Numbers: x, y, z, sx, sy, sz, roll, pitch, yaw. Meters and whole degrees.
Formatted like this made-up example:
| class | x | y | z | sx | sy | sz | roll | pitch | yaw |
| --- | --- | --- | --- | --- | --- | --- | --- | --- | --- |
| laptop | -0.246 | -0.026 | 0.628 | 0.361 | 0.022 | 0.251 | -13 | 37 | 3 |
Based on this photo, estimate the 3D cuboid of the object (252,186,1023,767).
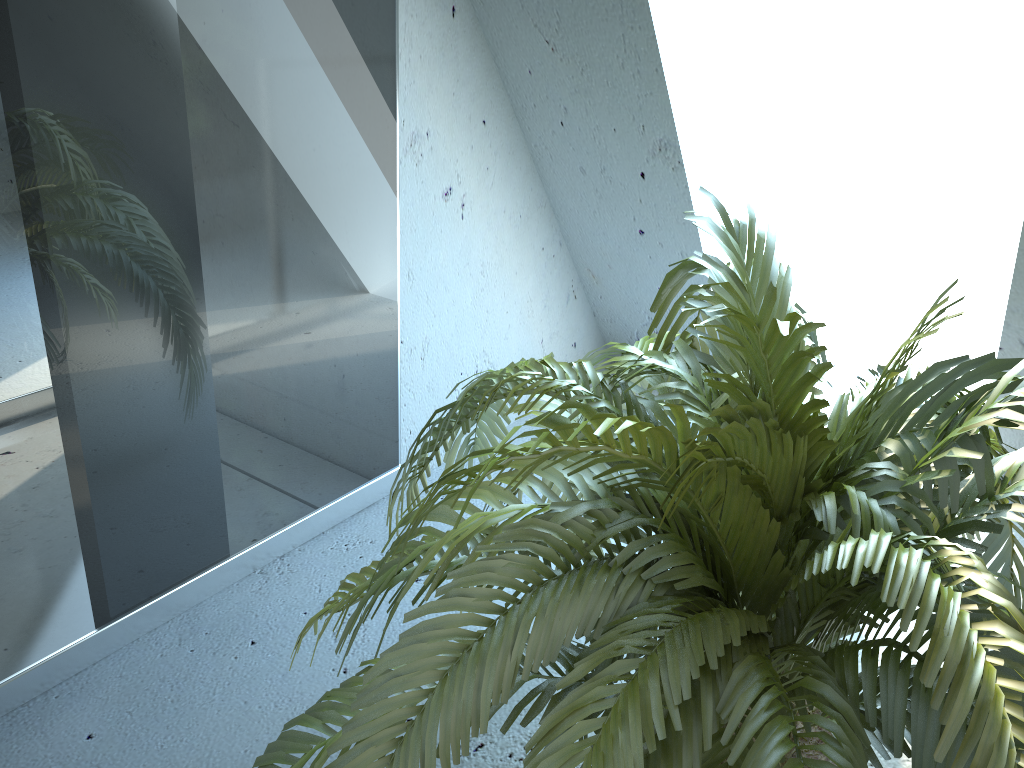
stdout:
| class | x | y | z | sx | sy | sz | roll | pitch | yaw |
| --- | --- | --- | --- | --- | --- | --- | --- | --- | --- |
| object | 0.263 | 0.257 | 1.017 | 1.112 | 0.893 | 1.132 | 8 | 24 | 11 |

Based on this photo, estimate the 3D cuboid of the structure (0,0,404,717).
| class | x | y | z | sx | sy | sz | roll | pitch | yaw |
| --- | --- | --- | --- | --- | --- | --- | --- | --- | --- |
| structure | -1.223 | -0.605 | 1.304 | 1.184 | 2.114 | 1.835 | 18 | 28 | 31 |
